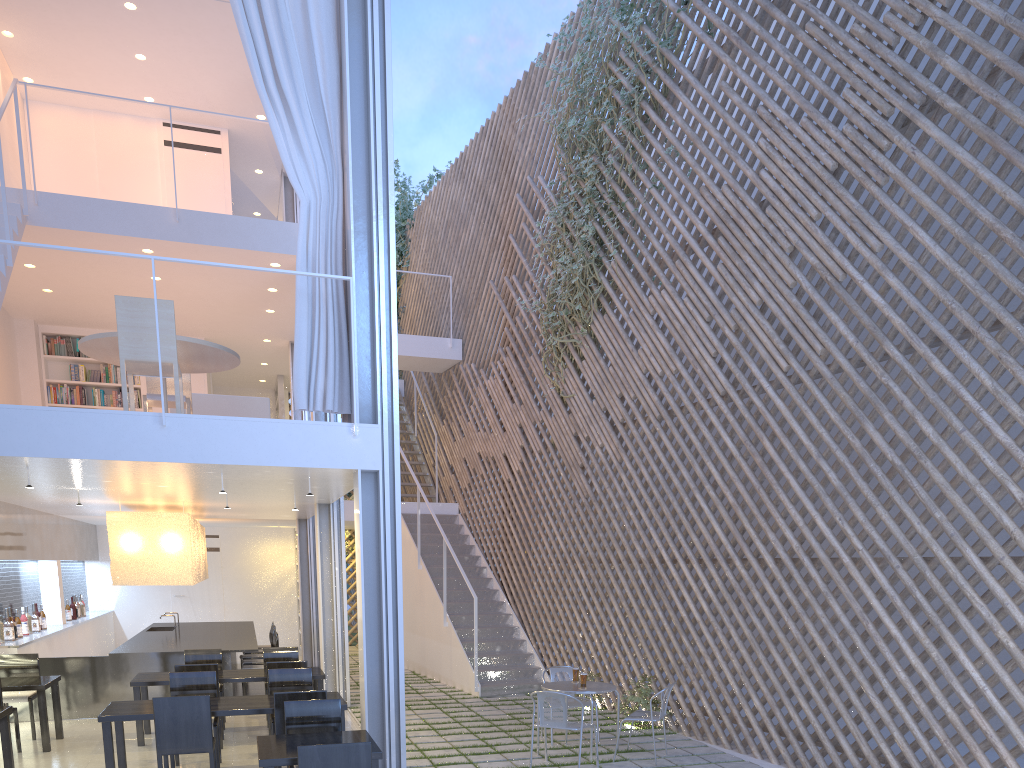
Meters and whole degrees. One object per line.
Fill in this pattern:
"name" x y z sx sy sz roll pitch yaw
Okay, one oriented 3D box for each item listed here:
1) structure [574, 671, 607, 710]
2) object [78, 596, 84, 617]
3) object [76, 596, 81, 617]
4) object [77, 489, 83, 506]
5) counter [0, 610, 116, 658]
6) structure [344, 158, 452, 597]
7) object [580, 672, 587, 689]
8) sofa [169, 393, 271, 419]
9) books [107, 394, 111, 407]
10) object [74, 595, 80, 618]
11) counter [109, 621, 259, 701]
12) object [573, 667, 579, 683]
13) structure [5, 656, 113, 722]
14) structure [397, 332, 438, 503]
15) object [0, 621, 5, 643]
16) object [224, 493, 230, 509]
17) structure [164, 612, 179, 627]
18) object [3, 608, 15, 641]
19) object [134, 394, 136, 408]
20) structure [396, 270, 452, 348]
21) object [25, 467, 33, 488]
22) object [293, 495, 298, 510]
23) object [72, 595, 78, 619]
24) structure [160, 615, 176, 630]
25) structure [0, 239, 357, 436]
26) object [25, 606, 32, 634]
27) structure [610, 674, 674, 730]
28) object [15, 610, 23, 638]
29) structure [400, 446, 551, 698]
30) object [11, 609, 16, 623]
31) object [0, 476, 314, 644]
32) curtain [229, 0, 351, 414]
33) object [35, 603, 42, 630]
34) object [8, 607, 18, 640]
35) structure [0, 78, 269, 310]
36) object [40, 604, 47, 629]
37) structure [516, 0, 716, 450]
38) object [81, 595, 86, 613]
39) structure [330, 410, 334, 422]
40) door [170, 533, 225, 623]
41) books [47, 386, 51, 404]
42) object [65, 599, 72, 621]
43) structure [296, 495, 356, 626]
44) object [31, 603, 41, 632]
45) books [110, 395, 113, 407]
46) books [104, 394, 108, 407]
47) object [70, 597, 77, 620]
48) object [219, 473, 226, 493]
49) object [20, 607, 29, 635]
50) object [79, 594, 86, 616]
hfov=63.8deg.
"structure" 0.494 1.902 5.111 0.266 0.264 0.261 0 -1 -10
"object" -3.674 1.896 7.008 0.046 0.190 0.043 -3 9 -18
"object" -3.672 1.884 6.951 0.045 0.190 0.044 5 10 28
"object" -2.093 0.547 3.976 0.029 0.081 0.028 -1 7 -7
"counter" -3.429 2.052 6.310 0.232 0.432 3.668 -2 -11 -18
"structure" -1.545 0.331 9.361 1.111 4.599 3.254 -3 3 -21
"object" 0.325 1.348 3.738 0.031 0.078 0.030 4 7 27
"sofa" -1.667 0.341 4.760 0.500 0.367 0.992 1 -9 -18
"books" -3.027 0.135 6.188 0.021 0.101 0.061 -3 4 -19
"object" -3.650 1.861 6.882 0.046 0.207 0.045 -2 9 -16
"counter" -2.293 2.013 6.017 0.816 0.372 2.541 3 -12 -18
"object" 0.304 1.390 3.930 0.031 0.078 0.030 4 7 27
"structure" -2.561 1.717 4.635 0.556 0.378 0.011 2 9 -17
"structure" -1.170 0.278 7.833 0.532 1.918 1.237 -3 4 -24
"object" -2.688 1.158 3.862 0.046 0.288 1.888 -3 -10 -18
"object" -1.449 0.594 4.180 0.029 0.081 0.028 -1 7 -7
"structure" -2.716 1.882 6.565 0.112 0.126 0.033 0 8 -17
"object" -2.682 1.174 3.933 0.046 0.288 2.013 -3 -10 -18
"object" -2.855 0.131 6.235 0.006 0.131 0.070 -3 5 -19
"structure" -1.041 -0.631 6.615 1.141 0.580 0.026 3 9 -17
"object" -1.788 0.345 3.042 0.029 0.081 0.028 -1 7 -7
"object" -1.129 0.617 4.282 0.029 0.081 0.028 -1 7 -7
"object" -3.620 1.843 6.801 0.046 0.208 0.044 -3 9 -18
"structure" -2.612 1.813 6.247 0.112 0.126 0.033 0 8 -17
"structure" -1.008 0.336 2.226 1.364 1.818 1.423 0 1 -18
"object" -3.157 1.539 5.362 0.045 0.190 0.044 5 10 29
"structure" 0.711 1.736 4.502 0.295 0.328 0.314 0 -1 -33
"object" -2.694 1.175 3.948 0.058 0.292 2.451 -3 -11 -18
"structure" -0.670 1.295 6.180 1.179 1.988 1.950 -2 0 -25
"object" -2.738 1.190 4.011 0.067 0.288 2.163 -3 -10 -18
"object" -1.908 0.920 3.976 1.674 0.822 1.855 3 -9 -20
"curtain" -0.853 -1.119 2.867 0.512 2.470 0.093 -3 10 -20
"object" -3.251 1.595 5.637 0.044 0.197 0.044 -4 10 -26
"object" -2.697 1.183 3.978 0.105 0.287 2.091 -2 -11 -17
"structure" -1.407 -0.131 2.760 1.726 3.349 3.644 -2 -2 -18
"object" -3.257 1.617 5.708 0.041 0.185 0.041 8 12 42
"structure" 0.614 -1.056 4.695 0.735 2.765 2.336 -4 2 -27
"object" -3.720 1.920 7.124 0.044 0.190 0.041 -1 9 -6
"structure" -0.785 0.130 3.980 0.028 0.551 1.713 -3 -9 -19
"door" -2.867 1.503 5.554 0.480 1.166 5.572 -1 -11 -6
"books" -3.394 0.090 6.052 0.015 0.131 0.093 -3 3 -19
"object" -3.541 1.803 6.563 0.041 0.185 0.041 8 12 42
"structure" -1.792 1.819 8.692 1.142 2.039 0.279 -1 9 -17
"object" -3.181 1.558 5.485 0.046 0.207 0.045 -2 9 -16
"books" -3.007 0.136 6.194 0.021 0.101 0.061 -3 4 -19
"books" -3.047 0.133 6.181 0.021 0.101 0.061 -3 4 -19
"object" -3.559 1.819 6.667 0.044 0.197 0.044 -4 10 -26
"object" -1.143 0.392 3.246 0.029 0.081 0.028 -1 7 -7
"object" -3.111 1.513 5.246 0.043 0.190 0.041 -2 9 -17
"object" -3.702 1.899 7.063 0.047 0.207 0.044 4 9 23
